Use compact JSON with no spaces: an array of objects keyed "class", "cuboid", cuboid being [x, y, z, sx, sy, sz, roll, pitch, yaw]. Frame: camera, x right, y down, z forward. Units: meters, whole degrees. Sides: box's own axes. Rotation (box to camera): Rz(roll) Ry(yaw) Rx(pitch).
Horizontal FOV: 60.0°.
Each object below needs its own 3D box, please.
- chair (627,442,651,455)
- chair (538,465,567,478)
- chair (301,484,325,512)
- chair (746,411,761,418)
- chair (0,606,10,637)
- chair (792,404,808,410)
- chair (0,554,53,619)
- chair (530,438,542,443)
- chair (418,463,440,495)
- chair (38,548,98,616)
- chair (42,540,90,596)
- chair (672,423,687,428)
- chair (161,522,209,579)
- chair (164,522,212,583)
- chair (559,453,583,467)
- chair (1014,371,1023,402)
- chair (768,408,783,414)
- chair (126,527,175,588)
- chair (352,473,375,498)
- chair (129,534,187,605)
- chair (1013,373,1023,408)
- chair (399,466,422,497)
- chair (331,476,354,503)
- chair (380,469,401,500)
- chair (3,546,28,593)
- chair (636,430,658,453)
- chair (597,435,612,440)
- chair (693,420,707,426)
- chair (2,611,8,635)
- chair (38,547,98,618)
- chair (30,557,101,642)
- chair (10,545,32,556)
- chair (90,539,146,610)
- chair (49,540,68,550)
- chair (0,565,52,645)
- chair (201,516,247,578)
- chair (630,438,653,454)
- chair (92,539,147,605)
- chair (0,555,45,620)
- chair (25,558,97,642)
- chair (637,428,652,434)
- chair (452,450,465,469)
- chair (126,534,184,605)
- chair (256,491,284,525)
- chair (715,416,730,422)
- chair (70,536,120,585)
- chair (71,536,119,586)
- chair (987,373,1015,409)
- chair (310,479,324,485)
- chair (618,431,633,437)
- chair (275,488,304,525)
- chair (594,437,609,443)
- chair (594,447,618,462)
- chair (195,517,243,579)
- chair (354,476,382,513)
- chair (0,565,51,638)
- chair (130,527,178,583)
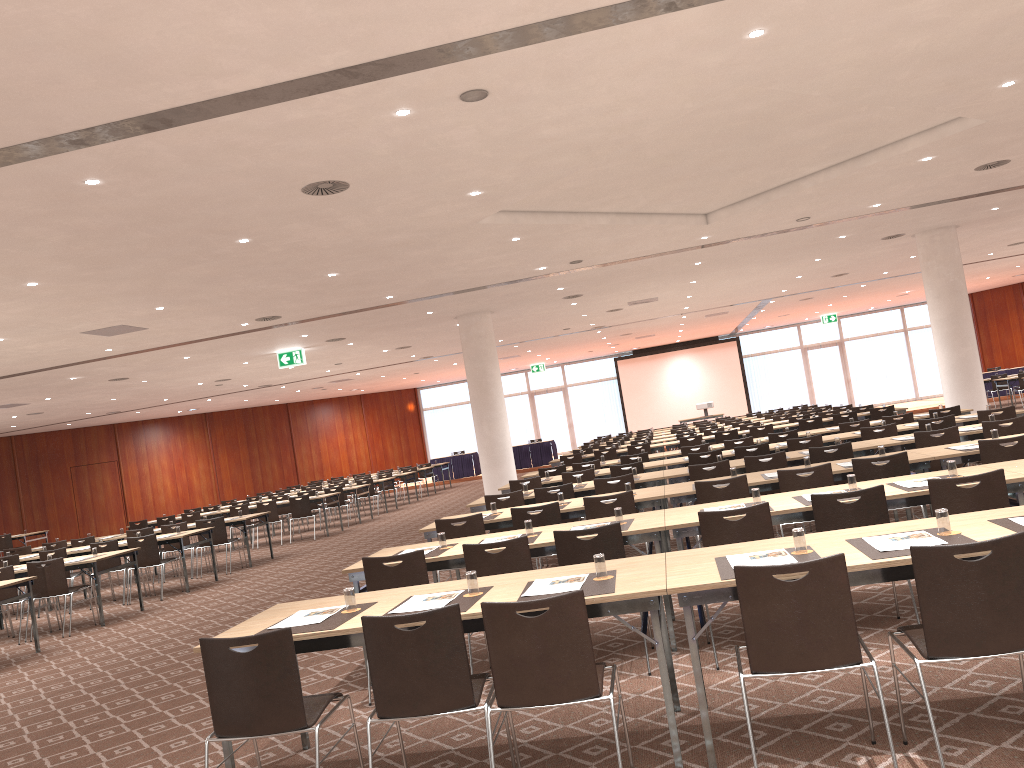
[{"class":"chair","cuboid":[2.514,1.614,17.103,0.536,0.939,0.614,-9,-2,10]},{"class":"chair","cuboid":[0.714,1.745,13.891,0.536,0.939,0.614,-9,-2,9]},{"class":"chair","cuboid":[-5.518,3.258,24.568,0.536,0.939,0.614,-9,-2,6]},{"class":"chair","cuboid":[7.259,1.310,26.446,0.536,0.939,0.614,-9,-2,8]},{"class":"chair","cuboid":[-6.802,2.809,11.096,0.536,0.939,0.614,-9,-2,9]},{"class":"chair","cuboid":[8.577,1.089,26.225,0.536,0.939,0.614,-10,-2,12]},{"class":"chair","cuboid":[-7.379,3.006,13.264,0.536,0.939,0.614,-10,-2,12]},{"class":"chair","cuboid":[0.904,2.466,32.035,0.536,0.939,0.614,-10,-2,12]},{"class":"chair","cuboid":[-2.664,2.972,28.063,0.536,0.939,0.614,-9,-2,10]},{"class":"chair","cuboid":[-6.576,2.866,13.011,0.536,0.939,0.614,-10,-2,12]},{"class":"chair","cuboid":[-7.746,3.164,15.310,0.536,0.939,0.614,-9,-2,9]},{"class":"chair","cuboid":[5.143,1.667,26.836,0.536,0.939,0.614,-9,-2,10]},{"class":"chair","cuboid":[-5.570,2.799,14.945,0.536,0.939,0.614,-9,-2,7]},{"class":"chair","cuboid":[-5.521,2.791,14.937,0.536,0.939,0.614,-9,-2,10]},{"class":"chair","cuboid":[1.236,1.830,17.352,0.536,0.939,0.614,-10,-2,11]},{"class":"chair","cuboid":[14.665,0.070,25.239,0.536,0.939,0.614,-9,-2,7]},{"class":"chair","cuboid":[7.908,1.205,26.415,0.536,0.939,0.614,-9,-2,8]},{"class":"chair","cuboid":[-6.214,2.909,15.096,0.536,0.939,0.614,-10,-2,12]},{"class":"chair","cuboid":[-4.814,3.340,28.566,0.536,0.939,0.614,-9,-2,8]},{"class":"chair","cuboid":[-5.189,2.637,12.853,0.536,0.939,0.614,-10,-2,12]},{"class":"chair","cuboid":[13.597,0.151,23.391,0.536,0.939,0.614,-10,-2,12]},{"class":"chair","cuboid":[-3.282,3.080,28.249,0.536,0.939,0.614,-10,-2,12]},{"class":"chair","cuboid":[-5.521,3.456,28.624,0.536,0.939,0.614,-9,-2,8]},{"class":"chair","cuboid":[-3.888,3.178,28.268,0.536,0.939,0.614,-9,-2,8]},{"class":"chair","cuboid":[-8.438,3.277,15.351,0.536,0.939,0.614,-10,-2,12]},{"class":"chair","cuboid":[3.810,1.792,25.032,0.536,0.939,0.614,-10,-2,12]},{"class":"chair","cuboid":[2.917,2.040,27.209,0.536,0.939,0.614,-10,-2,12]},{"class":"chair","cuboid":[5.736,1.566,26.701,0.536,0.939,0.614,-9,-2,9]},{"class":"chair","cuboid":[-6.801,2.809,11.096,0.536,0.939,0.614,-9,-2,7]},{"class":"chair","cuboid":[-6.566,2.864,13.009,0.536,0.939,0.614,-9,-2,9]},{"class":"chair","cuboid":[-5.556,2.602,10.930,0.536,0.939,0.614,-9,-2,9]},{"class":"chair","cuboid":[-8.325,3.258,15.332,0.536,0.939,0.614,-10,-2,11]},{"class":"chair","cuboid":[-5.830,2.747,13.004,0.536,0.939,0.614,-9,-2,6]},{"class":"chair","cuboid":[-7.714,3.159,15.304,0.536,0.939,0.614,-9,-2,9]},{"class":"chair","cuboid":[-6.159,2.698,10.913,0.536,0.939,0.614,-9,-2,7]},{"class":"chair","cuboid":[-4.848,2.674,14.749,0.536,0.939,0.614,-9,-2,9]},{"class":"chair","cuboid":[2.852,1.659,19.152,0.536,0.939,0.614,-9,-2,11]},{"class":"chair","cuboid":[-5.825,2.746,13.003,0.536,0.939,0.614,-9,-2,9]},{"class":"chair","cuboid":[-7.501,3.027,13.284,0.536,0.939,0.614,-9,-2,9]},{"class":"chair","cuboid":[-5.623,2.613,10.941,0.536,0.939,0.614,-10,-2,11]},{"class":"chair","cuboid":[4.102,1.840,26.975,0.536,0.939,0.614,-9,-2,7]},{"class":"chair","cuboid":[-1.918,2.940,32.508,0.536,0.939,0.614,-10,-2,12]},{"class":"chair","cuboid":[-5.232,2.644,12.860,0.536,0.939,0.614,-9,-2,9]},{"class":"chair","cuboid":[-6.823,3.480,24.847,0.536,0.939,0.614,-9,-2,7]},{"class":"chair","cuboid":[6.404,1.457,26.667,0.536,0.939,0.614,-10,-2,12]},{"class":"chair","cuboid":[-7.172,3.064,15.139,0.536,0.939,0.614,-9,-2,9]},{"class":"chair","cuboid":[-7.170,3.064,15.138,0.536,0.939,0.614,-9,-2,6]},{"class":"chair","cuboid":[13.904,0.193,25.285,0.536,0.939,0.614,-10,-2,12]},{"class":"chair","cuboid":[-6.180,3.562,28.653,0.536,0.939,0.614,-9,-2,7]},{"class":"chair","cuboid":[3.551,1.936,27.146,0.536,0.939,0.614,-9,-2,10]},{"class":"chair","cuboid":[-6.226,3.373,24.605,0.536,0.939,0.614,-10,-2,12]},{"class":"chair","cuboid":[2.622,1.993,25.274,0.536,0.939,0.614,-9,-2,7]},{"class":"chair","cuboid":[1.892,1.722,17.285,0.536,0.939,0.614,-9,-2,10]},{"class":"chair","cuboid":[-4.925,2.687,14.762,0.536,0.939,0.614,-9,-2,7]},{"class":"chair","cuboid":[-4.000,3.004,24.314,0.536,0.939,0.614,-10,-2,11]},{"class":"chair","cuboid":[-6.167,2.699,10.914,0.536,0.939,0.614,-9,-2,6]},{"class":"chair","cuboid":[-6.149,2.898,15.085,0.536,0.939,0.614,-9,-2,8]}]
